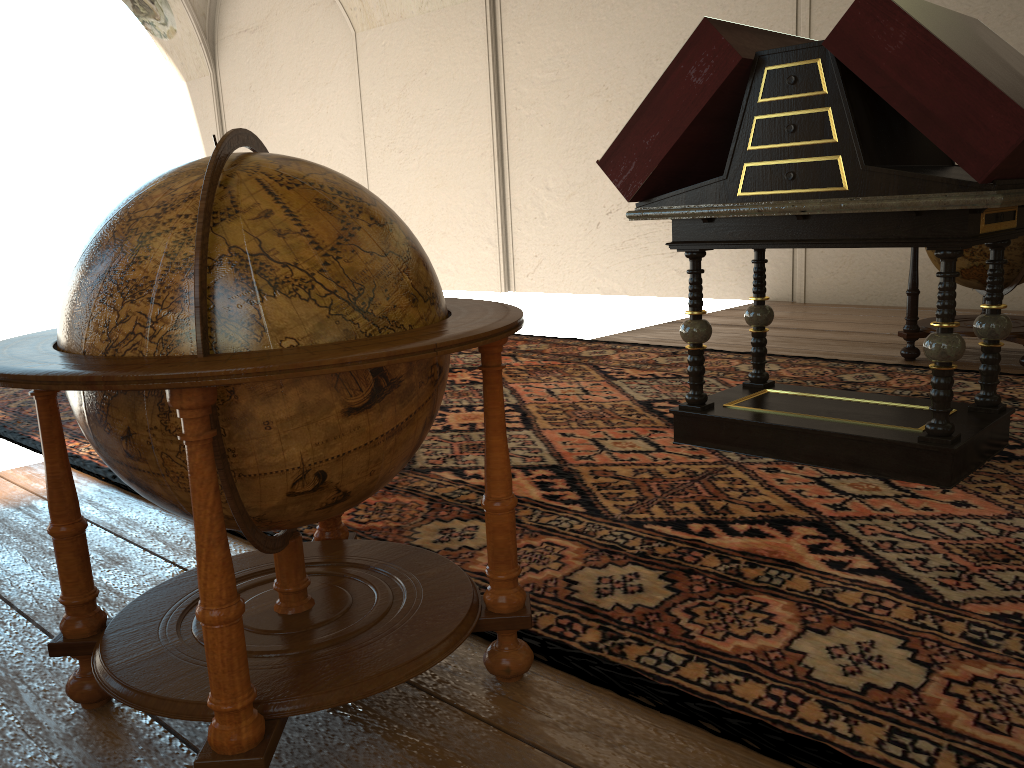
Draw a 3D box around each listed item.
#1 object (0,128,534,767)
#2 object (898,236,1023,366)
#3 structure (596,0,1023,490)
[{"bbox_3d":[-0.597,0.113,2.230,1.278,1.454,1.274,-5,12,-8],"label":"object"},{"bbox_3d":[3.419,-0.912,6.324,1.279,1.454,1.274,-2,12,6],"label":"object"},{"bbox_3d":[1.536,-0.647,4.127,1.888,1.989,1.242,8,16,43],"label":"structure"}]
